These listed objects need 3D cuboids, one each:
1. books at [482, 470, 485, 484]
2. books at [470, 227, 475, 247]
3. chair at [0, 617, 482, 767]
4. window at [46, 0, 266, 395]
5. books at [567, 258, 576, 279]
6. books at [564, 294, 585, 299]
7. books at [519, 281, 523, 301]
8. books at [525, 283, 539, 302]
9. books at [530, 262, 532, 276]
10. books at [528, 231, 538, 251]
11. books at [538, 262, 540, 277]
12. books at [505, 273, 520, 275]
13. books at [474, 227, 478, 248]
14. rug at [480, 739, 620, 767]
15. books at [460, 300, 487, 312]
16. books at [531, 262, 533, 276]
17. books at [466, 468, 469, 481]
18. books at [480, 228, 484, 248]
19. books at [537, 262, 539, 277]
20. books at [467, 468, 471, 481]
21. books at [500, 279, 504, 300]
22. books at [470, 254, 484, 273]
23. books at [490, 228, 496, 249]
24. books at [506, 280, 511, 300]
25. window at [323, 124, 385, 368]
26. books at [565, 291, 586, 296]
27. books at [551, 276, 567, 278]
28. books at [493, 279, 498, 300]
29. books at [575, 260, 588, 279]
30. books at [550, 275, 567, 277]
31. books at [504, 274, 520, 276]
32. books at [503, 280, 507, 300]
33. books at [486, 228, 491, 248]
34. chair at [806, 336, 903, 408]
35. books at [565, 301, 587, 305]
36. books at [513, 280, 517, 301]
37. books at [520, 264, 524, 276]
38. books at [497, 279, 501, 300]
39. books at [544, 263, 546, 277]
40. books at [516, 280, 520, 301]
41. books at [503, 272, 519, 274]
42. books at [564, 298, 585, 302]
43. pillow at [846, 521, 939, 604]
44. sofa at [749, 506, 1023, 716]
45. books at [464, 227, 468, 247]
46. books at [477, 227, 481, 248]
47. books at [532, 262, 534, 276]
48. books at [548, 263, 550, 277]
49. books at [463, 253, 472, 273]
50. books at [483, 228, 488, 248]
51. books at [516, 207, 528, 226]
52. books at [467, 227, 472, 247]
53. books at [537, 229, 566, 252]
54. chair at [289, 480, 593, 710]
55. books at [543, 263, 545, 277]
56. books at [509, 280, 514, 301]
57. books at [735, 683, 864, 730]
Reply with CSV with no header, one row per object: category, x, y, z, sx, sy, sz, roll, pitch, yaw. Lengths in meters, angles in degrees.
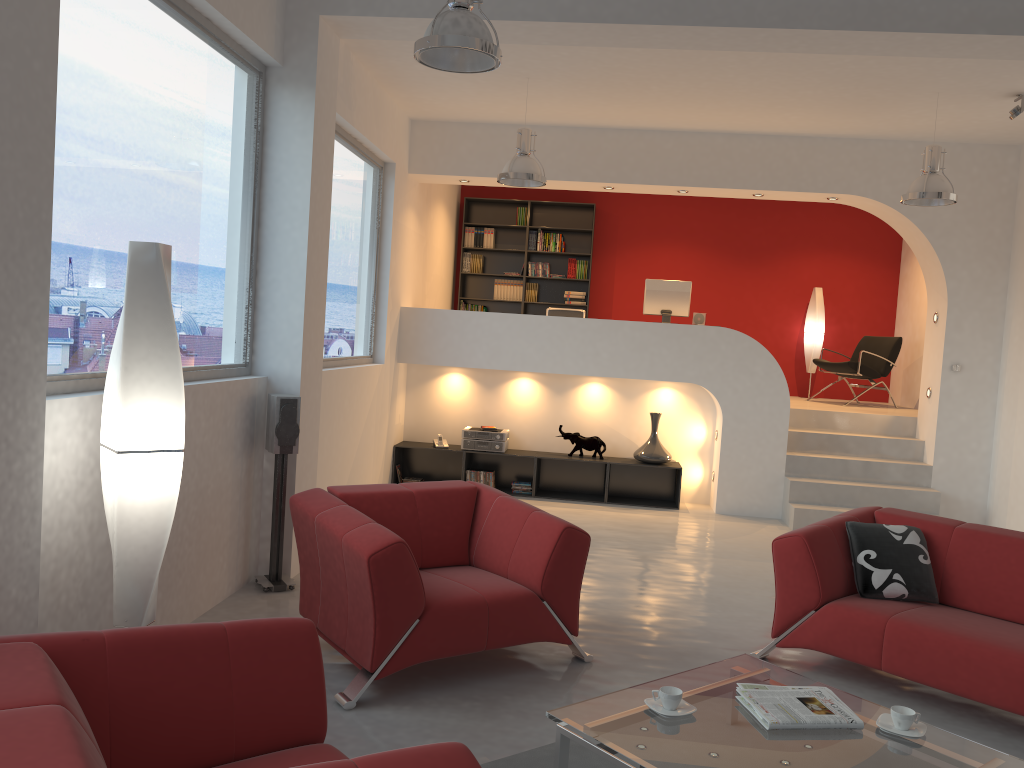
books,-0.271,0.938,8.651,0.031,0.190,0.135,4,3,6
books,-0.487,-1.848,11.265,0.040,0.260,0.200,4,3,6
chair,-0.715,1.017,2.003,0.951,0.738,1.288,2,4,-34
window,-1.656,-0.893,4.010,0.100,1.800,2.400,4,3,6
books,0.754,-1.443,11.168,0.090,0.256,0.181,4,3,6
books,0.787,-1.095,11.153,0.260,0.040,0.200,4,3,5
books,0.126,-1.172,11.234,0.040,0.260,0.200,4,3,6
books,0.251,-1.154,11.234,0.146,0.240,0.170,4,3,6
books,0.243,-1.446,11.229,0.031,0.190,0.135,4,3,6
books,0.265,-1.794,11.202,0.090,0.256,0.181,4,3,6
books,0.348,-1.439,11.218,0.031,0.190,0.135,4,3,6
books,0.010,-1.390,11.256,0.190,0.015,0.135,4,3,6
books,-0.447,-1.845,11.261,0.040,0.260,0.200,4,3,6
rug,0.894,1.438,2.884,1.700,0.025,1.700,1,4,-39
books,-0.484,-0.911,11.299,0.341,0.286,0.231,4,3,6
books,0.258,-1.445,11.227,0.031,0.190,0.135,4,3,6
books,-0.434,0.927,8.668,0.031,0.190,0.135,4,3,6
books,-0.367,-1.840,11.253,0.040,0.260,0.200,4,3,6
books,0.333,-1.440,11.220,0.031,0.190,0.135,4,3,6
books,-0.419,0.928,8.666,0.031,0.190,0.135,4,3,6
books,-0.116,-1.189,11.258,0.040,0.260,0.200,4,3,6
books,-0.446,-1.519,11.288,0.146,0.240,0.170,4,3,6
books,-0.246,-1.831,11.241,0.040,0.260,0.200,4,3,6
books,-0.035,-1.183,11.250,0.040,0.260,0.200,4,3,6
window,-1.368,-1.029,6.792,0.100,1.800,2.400,4,3,6
books,0.798,-1.133,11.141,0.260,0.040,0.200,4,3,6
books,0.594,-1.349,11.197,0.190,0.015,0.135,4,3,6
books,-0.196,-1.195,11.266,0.040,0.260,0.200,4,3,6
books,0.873,-1.426,11.156,0.146,0.240,0.170,4,3,6
books,0.585,-1.364,11.197,0.190,0.015,0.135,4,3,11
books,0.001,-1.375,11.257,0.190,0.015,0.135,4,3,6
books,-0.076,-1.186,11.254,0.040,0.260,0.200,4,3,6
books,-0.286,-1.834,11.245,0.040,0.260,0.200,4,3,6
chair,3.877,-0.164,10.032,0.768,0.795,0.664,3,3,-19
books,0.805,-1.013,11.159,0.260,0.040,0.200,4,3,7
books,0.046,-1.178,11.242,0.040,0.260,0.200,4,3,6
books,0.138,-1.452,11.239,0.063,0.187,0.135,4,3,6
books,-0.156,-1.192,11.262,0.040,0.260,0.200,4,3,6
books,0.422,-1.434,11.211,0.031,0.190,0.135,4,3,6
books,0.086,-1.175,11.238,0.040,0.260,0.200,4,3,6
books,-0.008,-1.406,11.257,0.190,0.015,0.135,4,3,6
books,0.789,-1.054,11.156,0.260,0.040,0.200,4,3,6
pillow,1.870,0.876,4.372,0.402,0.343,0.288,4,3,-2
sofa,2.189,1.093,4.033,0.951,0.738,1.929,1,4,-44
books,-0.568,-1.854,11.273,0.040,0.260,0.200,4,3,6
books,-0.407,-1.843,11.257,0.040,0.260,0.200,4,3,6
books,0.273,-1.444,11.226,0.031,0.190,0.135,4,3,6
books,0.467,-1.430,11.206,0.031,0.190,0.135,4,3,6
books,-0.565,-1.536,11.300,0.090,0.256,0.181,4,3,6
books,-0.326,-1.837,11.249,0.040,0.260,0.200,4,3,6
books,0.136,-2.096,11.200,0.146,0.240,0.170,4,3,6
books,-0.527,-1.851,11.269,0.040,0.260,0.200,4,3,6
books,0.499,-1.791,11.154,0.341,0.286,0.231,4,3,6
chair,-0.359,0.916,4.235,1.288,0.738,0.951,2,4,-34
books,0.407,-1.435,11.212,0.031,0.190,0.135,4,3,6
books,0.005,-1.181,11.246,0.040,0.260,0.200,4,3,6
books,0.991,1.126,3.096,0.367,0.035,0.345,3,3,-4
